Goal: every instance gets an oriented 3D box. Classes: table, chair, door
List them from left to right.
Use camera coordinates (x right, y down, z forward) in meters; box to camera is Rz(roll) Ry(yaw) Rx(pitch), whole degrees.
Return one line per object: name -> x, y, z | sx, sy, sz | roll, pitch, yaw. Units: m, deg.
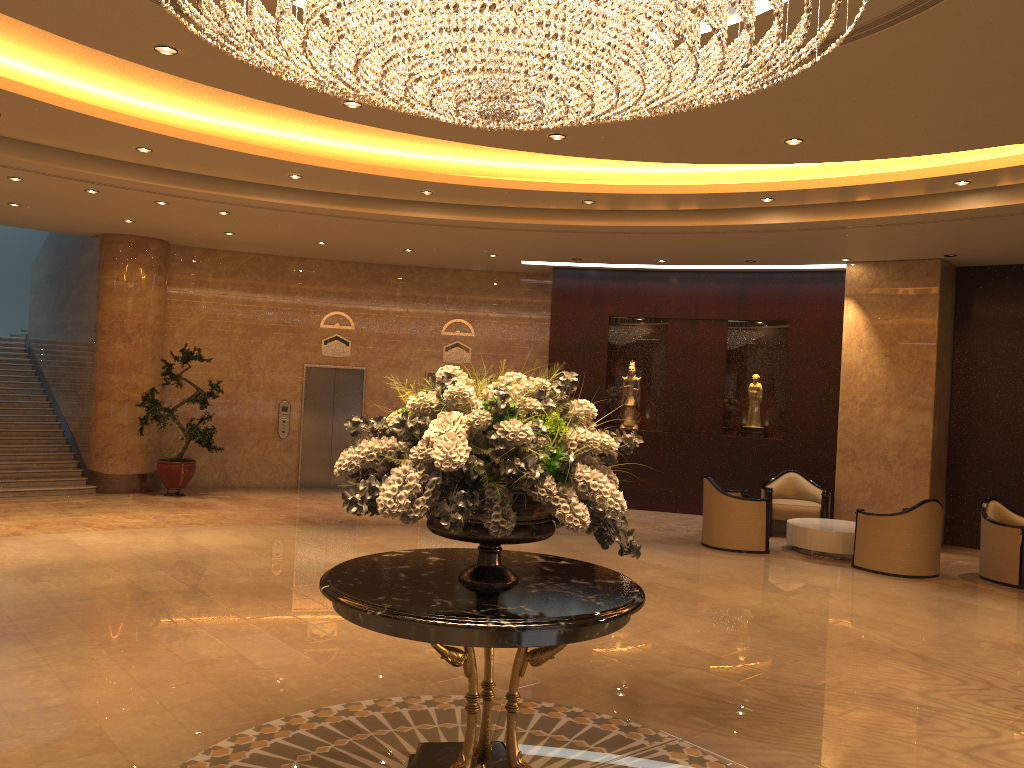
door -> -3.148, 0.754, 15.519 | 1.070, 2.145, 0.150 | 3, 0, -14
door -> -1.054, 0.860, 15.861 | 1.070, 2.149, 0.150 | 3, 0, -4
table -> -0.159, 1.442, 4.118 | 1.493, 1.089, 1.493 | 3, 0, 44
chair -> 2.891, 1.677, 11.646 | 0.769, 0.916, 0.951 | 3, 0, -4
chair -> 4.075, 1.735, 12.829 | 0.951, 0.916, 0.769 | 3, 0, 11
table -> 4.213, 2.024, 11.601 | 1.196, 0.354, 1.196 | 3, 0, -13
chair -> 4.639, 1.766, 10.495 | 0.951, 0.916, 0.769 | 3, 0, -24
chair -> 5.892, 1.829, 10.309 | 0.951, 0.916, 0.769 | 3, 0, -29

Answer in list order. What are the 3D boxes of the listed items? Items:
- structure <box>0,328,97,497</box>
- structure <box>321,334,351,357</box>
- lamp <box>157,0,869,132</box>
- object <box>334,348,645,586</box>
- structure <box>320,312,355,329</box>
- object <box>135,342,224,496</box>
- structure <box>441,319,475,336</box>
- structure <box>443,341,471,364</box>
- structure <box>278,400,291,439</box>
structure -> -9.384, -1.271, 15.339 | 9.849, 5.560, 7.472 | 3, 0, -39
structure -> -3.064, -0.670, 15.477 | 0.504, 0.405, 0.012 | 3, 0, -15
lamp -> -0.032, -1.844, 4.156 | 3.204, 1.196, 3.206 | 3, 0, -2
object -> -0.118, 0.400, 4.083 | 1.318, 0.999, 1.277 | 3, 0, -9
structure -> -3.042, -1.116, 15.476 | 0.600, 0.293, 0.010 | 3, 0, -15
object -> -5.093, 0.549, 13.642 | 1.250, 2.363, 0.843 | 3, 0, -18
structure -> -0.956, -1.012, 15.807 | 0.600, 0.293, 0.010 | 3, 0, -4
structure -> -0.977, -0.566, 15.809 | 0.504, 0.405, 0.012 | 3, 0, -4
structure -> -3.912, 0.610, 15.227 | 0.200, 0.661, 0.053 | 3, 0, -18
